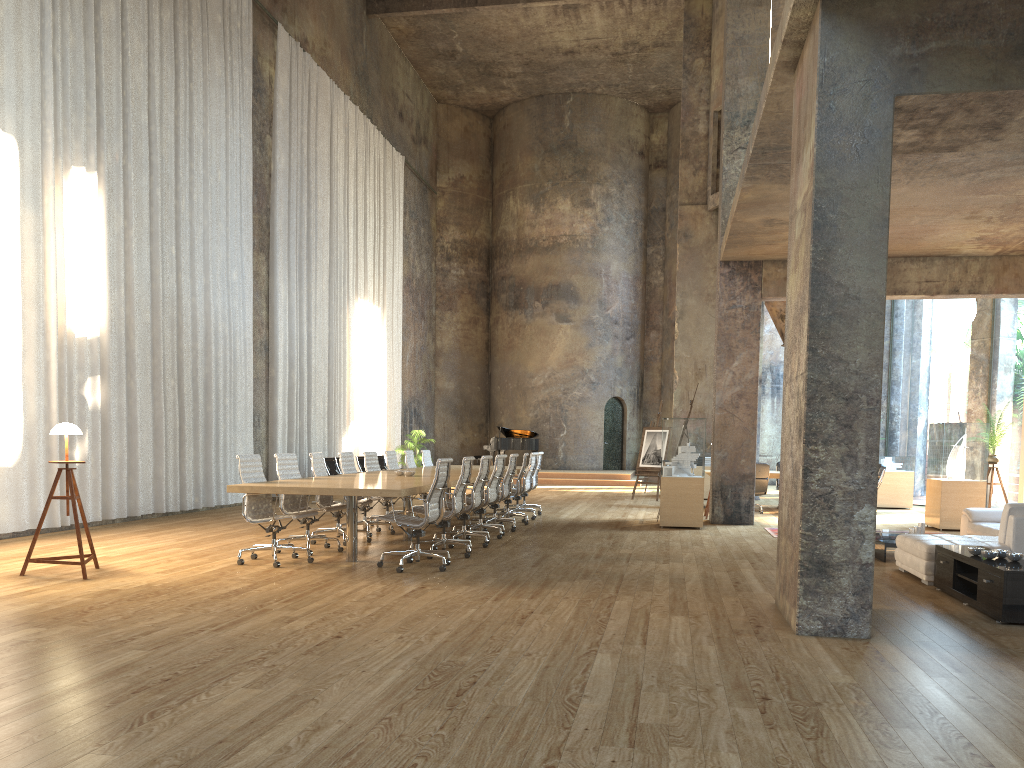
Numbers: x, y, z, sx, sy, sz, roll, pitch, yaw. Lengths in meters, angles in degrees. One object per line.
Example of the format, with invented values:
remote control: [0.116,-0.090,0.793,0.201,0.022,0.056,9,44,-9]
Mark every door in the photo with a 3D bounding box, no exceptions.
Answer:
door: [3.125,1.543,27.396,0.902,2.311,0.091,-1,4,-32]

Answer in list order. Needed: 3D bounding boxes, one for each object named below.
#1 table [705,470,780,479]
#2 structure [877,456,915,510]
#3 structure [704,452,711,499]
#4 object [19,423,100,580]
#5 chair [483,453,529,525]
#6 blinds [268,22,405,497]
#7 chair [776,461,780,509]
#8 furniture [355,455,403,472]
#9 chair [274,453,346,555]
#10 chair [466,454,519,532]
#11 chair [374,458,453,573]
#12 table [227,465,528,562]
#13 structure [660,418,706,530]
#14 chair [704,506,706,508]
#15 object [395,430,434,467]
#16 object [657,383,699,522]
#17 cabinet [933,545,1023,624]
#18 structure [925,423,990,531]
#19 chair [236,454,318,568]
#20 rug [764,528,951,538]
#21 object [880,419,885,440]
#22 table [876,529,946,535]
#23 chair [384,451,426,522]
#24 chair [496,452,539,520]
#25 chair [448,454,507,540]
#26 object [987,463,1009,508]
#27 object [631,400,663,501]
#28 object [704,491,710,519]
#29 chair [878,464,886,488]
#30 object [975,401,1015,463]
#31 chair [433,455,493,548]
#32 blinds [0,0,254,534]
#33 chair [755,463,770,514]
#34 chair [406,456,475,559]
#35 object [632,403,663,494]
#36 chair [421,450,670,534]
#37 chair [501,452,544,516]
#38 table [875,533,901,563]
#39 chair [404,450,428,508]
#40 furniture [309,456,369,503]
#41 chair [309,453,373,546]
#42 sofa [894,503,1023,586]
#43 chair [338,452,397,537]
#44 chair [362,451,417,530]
table: [4.711,1.952,15.979,2.408,0.704,1.102,0,-2,10]
structure: [7.350,1.912,17.153,0.734,1.021,0.740,1,1,10]
structure: [4.219,1.988,19.040,0.743,1.021,0.732,1,1,10]
object: [-3.686,0.973,7.360,0.568,1.305,0.657,3,4,43]
chair: [-0.082,1.498,12.604,0.698,1.032,0.662,1,2,10]
blinds: [-3.626,-1.965,19.877,0.275,8.694,7.802,2,1,11]
chair: [5.352,1.910,16.630,0.729,0.898,0.818,1,0,11]
furniture: [-2.772,1.981,19.225,0.708,0.845,1.868,1,-2,10]
chair: [-2.109,1.245,9.212,0.698,1.032,0.663,1,2,19]
chair: [-0.252,1.435,11.688,0.698,1.032,0.663,1,2,16]
chair: [-0.896,1.191,8.106,0.698,1.032,0.663,1,2,16]
table: [-1.055,1.535,11.413,1.600,0.761,7.698,0,-4,10]
structure: [2.438,1.272,12.577,0.594,1.557,0.739,1,3,10]
chair: [3.185,1.852,16.256,0.820,0.898,0.727,1,1,6]
object: [-2.498,1.910,22.732,1.091,1.465,1.124,1,1,1]
object: [2.579,1.059,13.438,0.684,2.160,0.697,1,3,9]
cabinet: [3.603,1.490,6.637,0.395,0.371,1.558,1,-3,10]
structure: [6.462,1.347,12.792,0.594,1.557,0.739,1,3,10]
chair: [-2.232,1.187,8.357,0.698,1.032,0.663,1,2,16]
rug: [4.694,2.017,11.712,2.461,0.009,1.343,0,-4,10]
object: [7.264,1.052,18.210,0.858,0.946,0.685,1,1,13]
table: [4.377,1.776,9.864,0.859,0.248,0.369,0,-1,10]
chair: [-1.490,1.484,12.720,0.698,1.032,0.663,1,2,16]
chair: [0.061,1.555,13.447,0.698,1.032,0.663,1,2,19]
chair: [-0.410,1.376,10.824,0.698,1.032,0.663,1,2,19]
object: [7.107,1.670,13.177,0.658,0.978,0.568,0,2,-26]
object: [3.019,1.397,18.509,0.698,2.160,0.682,4,4,42]
object: [3.405,1.523,14.129,0.570,1.305,0.655,1,2,10]
chair: [6.179,1.862,15.708,0.820,0.898,0.727,1,1,5]
object: [7.183,0.717,13.106,0.688,0.945,0.856,1,0,1]
chair: [-0.566,1.316,9.940,0.698,1.032,0.663,1,2,16]
blinds: [-5.151,-2.544,11.383,0.275,8.694,7.802,2,1,11]
chair: [4.092,1.807,15.352,0.729,0.897,0.818,1,0,4]
chair: [-0.726,1.254,9.038,0.698,1.032,0.662,1,2,14]
object: [3.248,1.523,20.384,0.682,2.160,0.699,3,4,36]
chair: [1.622,1.621,13.998,12.944,1.036,31.439,0,-4,10]
chair: [0.178,1.613,14.302,0.698,1.032,0.663,1,2,16]
table: [4.311,1.773,9.502,0.790,0.203,1.108,0,-4,10]
chair: [-1.330,1.545,13.622,0.698,1.032,0.662,1,2,14]
furniture: [-3.194,1.821,16.879,0.708,0.845,1.868,1,-2,10]
chair: [-1.957,1.302,10.053,0.698,1.032,0.662,1,2,10]
sofa: [4.796,1.468,8.755,2.063,0.725,2.922,0,-3,10]
chair: [-1.804,1.365,10.972,0.698,1.032,0.663,1,2,16]
chair: [-1.646,1.424,11.836,0.698,1.032,0.663,1,2,19]
